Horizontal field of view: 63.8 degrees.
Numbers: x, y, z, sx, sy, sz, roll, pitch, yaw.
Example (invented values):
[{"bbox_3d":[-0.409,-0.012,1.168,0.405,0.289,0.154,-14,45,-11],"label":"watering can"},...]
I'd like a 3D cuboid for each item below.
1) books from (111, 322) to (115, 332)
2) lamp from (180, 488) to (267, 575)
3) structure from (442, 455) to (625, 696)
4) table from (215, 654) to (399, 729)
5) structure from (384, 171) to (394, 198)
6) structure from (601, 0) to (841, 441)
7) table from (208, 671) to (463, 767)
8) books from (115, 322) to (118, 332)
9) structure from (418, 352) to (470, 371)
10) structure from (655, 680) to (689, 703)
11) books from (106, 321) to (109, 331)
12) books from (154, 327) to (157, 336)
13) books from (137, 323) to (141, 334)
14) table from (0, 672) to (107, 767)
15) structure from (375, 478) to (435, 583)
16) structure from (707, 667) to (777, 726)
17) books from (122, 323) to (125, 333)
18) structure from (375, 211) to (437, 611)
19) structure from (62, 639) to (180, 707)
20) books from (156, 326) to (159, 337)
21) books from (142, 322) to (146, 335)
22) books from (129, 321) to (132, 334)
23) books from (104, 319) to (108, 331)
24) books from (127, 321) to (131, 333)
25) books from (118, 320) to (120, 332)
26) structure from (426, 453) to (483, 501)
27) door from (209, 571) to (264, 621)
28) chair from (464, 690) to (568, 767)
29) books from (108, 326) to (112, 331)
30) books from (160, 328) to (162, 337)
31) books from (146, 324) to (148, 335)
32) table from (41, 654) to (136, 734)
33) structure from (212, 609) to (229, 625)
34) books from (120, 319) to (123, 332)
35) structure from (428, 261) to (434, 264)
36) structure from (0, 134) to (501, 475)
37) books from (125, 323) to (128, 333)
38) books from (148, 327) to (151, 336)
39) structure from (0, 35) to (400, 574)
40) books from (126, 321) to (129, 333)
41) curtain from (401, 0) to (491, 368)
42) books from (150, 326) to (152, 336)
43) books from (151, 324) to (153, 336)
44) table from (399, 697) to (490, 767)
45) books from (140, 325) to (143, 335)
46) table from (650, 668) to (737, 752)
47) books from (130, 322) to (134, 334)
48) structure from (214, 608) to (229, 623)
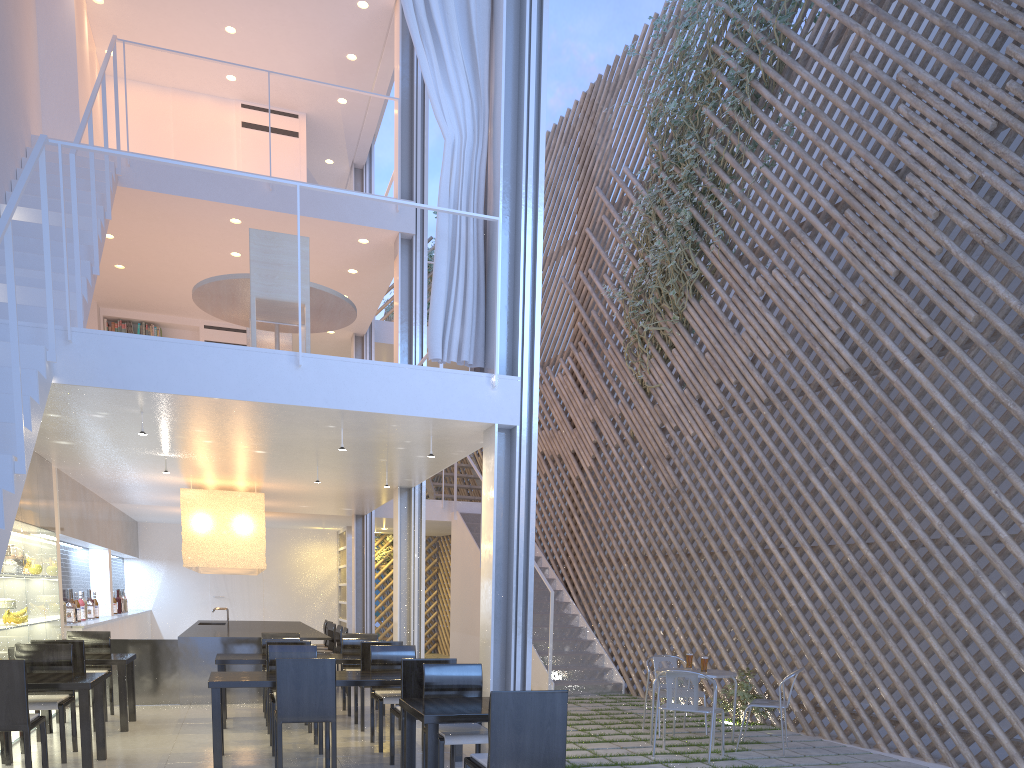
[{"bbox_3d":[-2.832,-0.364,5.855,0.021,0.131,0.069,-1,3,-19],"label":"books"},{"bbox_3d":[-1.947,1.070,5.614,0.449,0.414,2.352,2,-13,-18],"label":"lamp"},{"bbox_3d":[-0.180,1.233,5.985,1.185,1.958,1.969,0,-3,-25],"label":"structure"},{"bbox_3d":[-0.954,1.488,4.015,0.920,0.330,0.354,5,-5,-18],"label":"table"},{"bbox_3d":[-0.817,-0.956,5.348,0.028,0.543,1.735,-1,-11,-19],"label":"structure"},{"bbox_3d":[1.151,-1.116,4.580,0.740,2.725,2.358,-2,0,-27],"label":"structure"},{"bbox_3d":[-0.660,1.269,3.134,0.920,0.330,0.354,5,-5,-18],"label":"table"},{"bbox_3d":[-2.811,-0.362,5.862,0.021,0.131,0.069,-1,3,-19],"label":"books"},{"bbox_3d":[-0.267,-0.012,3.797,0.028,0.543,1.733,-1,-11,-19],"label":"structure"},{"bbox_3d":[0.975,1.809,4.889,0.267,0.260,0.265,2,-4,-11],"label":"structure"},{"bbox_3d":[-2.862,-0.367,5.833,0.006,0.123,0.095,-1,0,-19],"label":"books"},{"bbox_3d":[-2.565,-0.335,5.932,0.015,0.124,0.092,-1,1,-19],"label":"books"},{"bbox_3d":[-2.674,-0.355,5.902,0.027,0.144,0.078,-1,3,-19],"label":"books"},{"bbox_3d":[-1.607,1.166,2.822,0.361,0.331,0.354,3,-4,-18],"label":"table"},{"bbox_3d":[-1.319,1.834,8.503,1.146,2.011,0.282,1,7,-18],"label":"structure"},{"bbox_3d":[1.198,1.625,4.280,0.297,0.323,0.316,3,-3,-33],"label":"structure"},{"bbox_3d":[-2.764,-0.356,5.867,0.021,0.124,0.091,-1,1,-19],"label":"books"},{"bbox_3d":[-1.047,0.405,9.241,1.115,4.533,3.291,-1,1,-21],"label":"structure"},{"bbox_3d":[-2.074,1.537,4.383,0.559,0.372,0.011,4,7,-18],"label":"structure"},{"bbox_3d":[-2.550,-0.336,5.935,0.015,0.129,0.094,-1,1,-19],"label":"books"},{"bbox_3d":[-2.639,-0.356,5.908,0.015,0.153,0.086,-1,3,-19],"label":"books"},{"bbox_3d":[-2.719,-0.360,5.884,0.024,0.146,0.083,-1,3,-19],"label":"books"},{"bbox_3d":[-2.873,-0.377,5.831,0.015,0.143,0.088,-1,2,-19],"label":"books"},{"bbox_3d":[-2.727,-0.361,5.882,0.024,0.146,0.083,-1,3,-19],"label":"books"},{"bbox_3d":[-2.793,-0.369,5.859,0.011,0.146,0.085,-1,3,-19],"label":"books"},{"bbox_3d":[-0.666,0.294,7.697,0.535,1.891,1.249,-1,2,-24],"label":"structure"},{"bbox_3d":[-2.379,1.360,5.322,0.481,1.148,5.650,1,-13,-6],"label":"door"},{"bbox_3d":[0.001,0.964,2.066,0.192,0.440,0.235,0,3,-18],"label":"chair"},{"bbox_3d":[-2.854,-0.349,5.854,0.021,0.099,0.062,-1,2,-19],"label":"books"},{"bbox_3d":[-2.537,-0.331,5.952,0.006,0.129,0.071,-1,3,-19],"label":"books"},{"bbox_3d":[-2.619,-0.349,5.915,0.010,0.141,0.088,-1,2,-19],"label":"books"},{"bbox_3d":[-1.900,1.386,3.702,0.361,0.331,0.354,3,-4,-18],"label":"table"},{"bbox_3d":[-2.131,1.702,6.015,0.113,0.125,0.033,2,6,-18],"label":"structure"},{"bbox_3d":[-2.781,-0.371,5.864,0.011,0.154,0.081,-1,3,-19],"label":"books"},{"bbox_3d":[-0.517,-0.651,6.496,1.145,0.572,0.026,5,6,-18],"label":"structure"},{"bbox_3d":[-0.488,0.108,2.007,1.369,1.792,1.440,1,-1,-18],"label":"structure"},{"bbox_3d":[-2.749,-0.358,5.870,0.007,0.129,0.095,-1,1,-19],"label":"books"},{"bbox_3d":[-2.606,-0.337,5.923,0.018,0.121,0.084,-1,1,-19],"label":"books"},{"bbox_3d":[-0.881,-0.338,2.563,1.732,3.299,3.687,0,-4,-18],"label":"structure"},{"bbox_3d":[-2.736,-0.362,5.879,0.024,0.146,0.083,-1,3,-19],"label":"books"},{"bbox_3d":[-0.309,-1.292,2.715,0.514,2.436,0.094,-1,8,-21],"label":"curtain"},{"bbox_3d":[-2.592,-0.341,5.921,0.005,0.129,0.095,-1,1,-19],"label":"books"},{"bbox_3d":[-2.586,-0.347,5.925,0.009,0.146,0.089,-1,2,-19],"label":"books"},{"bbox_3d":[-0.118,1.089,2.386,0.361,0.331,0.354,3,-4,-18],"label":"table"},{"bbox_3d":[-2.653,-0.345,5.905,0.015,0.127,0.088,-1,1,-19],"label":"books"},{"bbox_3d":[0.802,1.430,3.633,0.348,0.333,0.352,-1,-5,34],"label":"table"},{"bbox_3d":[-2.710,-0.359,5.887,0.024,0.146,0.083,-1,3,-19],"label":"books"},{"bbox_3d":[-2.238,1.781,6.334,0.113,0.125,0.033,2,6,-18],"label":"structure"}]
